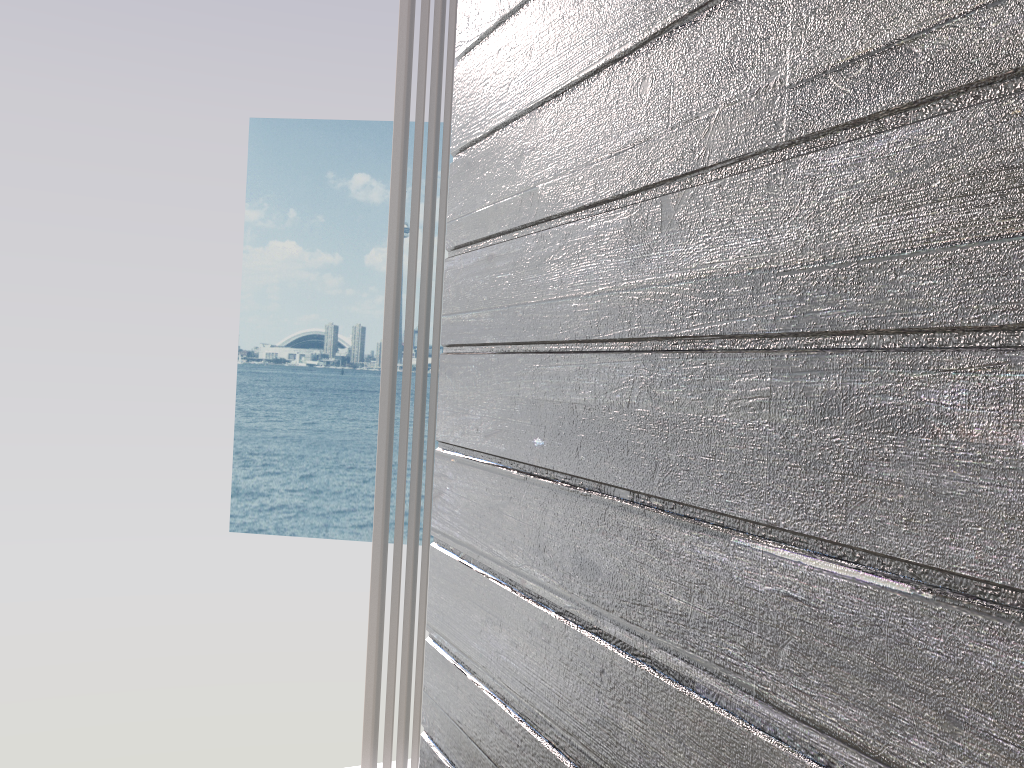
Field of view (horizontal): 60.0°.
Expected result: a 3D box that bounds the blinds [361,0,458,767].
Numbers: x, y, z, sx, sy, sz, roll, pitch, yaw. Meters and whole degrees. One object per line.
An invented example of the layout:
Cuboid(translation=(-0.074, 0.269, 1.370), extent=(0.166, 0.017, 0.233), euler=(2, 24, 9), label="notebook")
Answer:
Cuboid(translation=(0.278, -0.268, 1.870), extent=(1.133, 2.744, 0.069), euler=(3, 0, -25), label="blinds")
